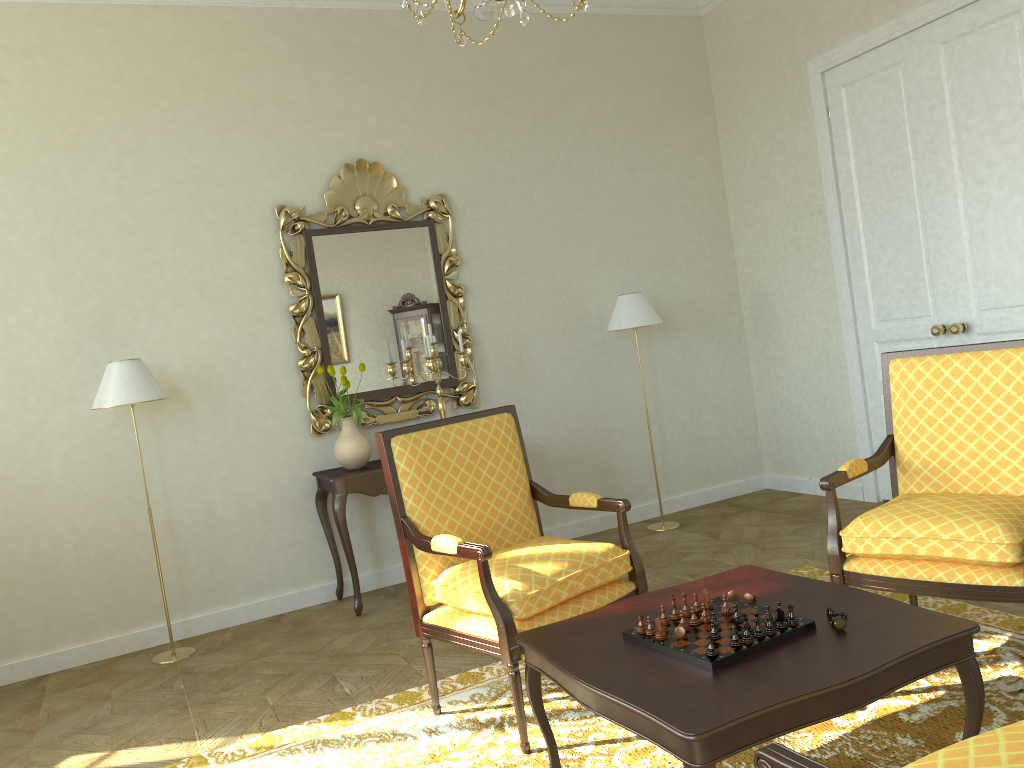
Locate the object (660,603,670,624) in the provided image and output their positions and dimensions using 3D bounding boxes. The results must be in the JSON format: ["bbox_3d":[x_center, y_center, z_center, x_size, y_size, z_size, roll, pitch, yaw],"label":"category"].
[{"bbox_3d":[0.421,0.636,2.465,0.030,0.055,0.030,-7,3,23],"label":"object"}]

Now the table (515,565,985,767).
[{"bbox_3d":[0.616,0.907,2.410,0.932,0.494,0.922,-10,3,-23],"label":"table"}]

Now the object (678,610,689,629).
[{"bbox_3d":[0.462,0.636,2.398,0.030,0.050,0.030,-7,3,23],"label":"object"}]

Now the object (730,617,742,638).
[{"bbox_3d":[0.573,0.623,2.277,0.030,0.052,0.030,-9,3,-7],"label":"object"}]

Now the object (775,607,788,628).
[{"bbox_3d":[0.696,0.604,2.299,0.030,0.052,0.030,-7,3,23],"label":"object"}]

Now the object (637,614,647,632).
[{"bbox_3d":[0.353,0.653,2.427,0.030,0.044,0.030,-7,3,23],"label":"object"}]

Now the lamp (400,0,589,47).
[{"bbox_3d":[-0.136,-1.619,2.116,0.661,1.466,0.662,-7,3,35],"label":"lamp"}]

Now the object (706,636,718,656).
[{"bbox_3d":[0.490,0.644,2.182,0.030,0.044,0.030,-7,3,23],"label":"object"}]

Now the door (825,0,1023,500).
[{"bbox_3d":[2.399,-0.612,4.918,0.153,2.701,1.405,-10,3,-24],"label":"door"}]

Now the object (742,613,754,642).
[{"bbox_3d":[0.591,0.613,2.240,0.030,0.069,0.030,-7,3,23],"label":"object"}]

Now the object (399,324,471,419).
[{"bbox_3d":[-0.434,0.018,5.260,0.320,0.757,0.320,-11,4,-43],"label":"object"}]

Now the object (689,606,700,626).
[{"bbox_3d":[0.495,0.630,2.415,0.030,0.050,0.030,-7,3,23],"label":"object"}]

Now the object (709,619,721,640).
[{"bbox_3d":[0.521,0.632,2.291,0.030,0.050,0.030,-7,3,23],"label":"object"}]

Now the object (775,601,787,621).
[{"bbox_3d":[0.711,0.600,2.354,0.030,0.050,0.030,-7,3,23],"label":"object"}]

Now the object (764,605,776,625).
[{"bbox_3d":[0.677,0.606,2.334,0.030,0.050,0.030,-7,3,23],"label":"object"}]

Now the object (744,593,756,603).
[{"bbox_3d":[0.699,0.621,2.597,0.030,0.030,0.052,-7,3,33],"label":"object"}]

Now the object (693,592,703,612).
[{"bbox_3d":[0.525,0.618,2.524,0.030,0.055,0.030,-7,3,23],"label":"object"}]

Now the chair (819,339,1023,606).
[{"bbox_3d":[1.560,0.431,3.111,0.671,1.083,0.730,-11,3,-42],"label":"chair"}]

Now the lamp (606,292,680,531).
[{"bbox_3d":[0.885,0.176,5.817,0.381,1.552,0.381,-10,3,-24],"label":"lamp"}]

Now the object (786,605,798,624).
[{"bbox_3d":[0.731,0.602,2.319,0.030,0.044,0.030,-7,3,23],"label":"object"}]

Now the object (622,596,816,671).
[{"bbox_3d":[0.547,0.659,2.374,0.360,0.021,0.360,-10,3,-29],"label":"object"}]

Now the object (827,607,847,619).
[{"bbox_3d":[0.864,0.607,2.361,0.052,0.030,0.030,-8,3,3],"label":"object"}]

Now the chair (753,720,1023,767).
[{"bbox_3d":[1.108,0.579,1.359,1.389,1.083,0.680,-10,3,-25],"label":"chair"}]

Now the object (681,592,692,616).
[{"bbox_3d":[0.490,0.619,2.504,0.030,0.064,0.030,-7,3,23],"label":"object"}]

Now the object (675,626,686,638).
[{"bbox_3d":[0.451,0.649,2.346,0.030,0.030,0.052,-7,3,27],"label":"object"}]

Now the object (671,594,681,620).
[{"bbox_3d":[0.455,0.623,2.485,0.030,0.069,0.030,-7,3,23],"label":"object"}]

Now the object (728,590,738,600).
[{"bbox_3d":[0.659,0.625,2.646,0.030,0.030,0.047,-8,3,13],"label":"object"}]

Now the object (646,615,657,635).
[{"bbox_3d":[0.373,0.649,2.392,0.030,0.050,0.030,-7,3,23],"label":"object"}]

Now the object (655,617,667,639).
[{"bbox_3d":[0.392,0.647,2.357,0.030,0.052,0.030,-7,3,23],"label":"object"}]

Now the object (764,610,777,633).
[{"bbox_3d":[0.661,0.608,2.280,0.030,0.055,0.030,-7,3,23],"label":"object"}]

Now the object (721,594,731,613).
[{"bbox_3d":[0.597,0.612,2.477,0.030,0.050,0.030,-7,3,23],"label":"object"}]

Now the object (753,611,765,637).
[{"bbox_3d":[0.626,0.610,2.260,0.030,0.064,0.030,-7,3,23],"label":"object"}]

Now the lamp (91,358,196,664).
[{"bbox_3d":[-1.866,0.645,4.564,0.380,1.552,0.380,-10,3,-29],"label":"lamp"}]

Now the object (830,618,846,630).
[{"bbox_3d":[0.836,0.615,2.289,0.030,0.030,0.052,-9,3,-13],"label":"object"}]

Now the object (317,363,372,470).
[{"bbox_3d":[-0.936,0.179,5.030,0.264,0.609,0.242,-8,3,6],"label":"object"}]

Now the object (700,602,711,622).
[{"bbox_3d":[0.528,0.624,2.433,0.030,0.050,0.030,-7,3,23],"label":"object"}]

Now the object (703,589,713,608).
[{"bbox_3d":[0.559,0.613,2.543,0.030,0.052,0.030,-7,3,23],"label":"object"}]

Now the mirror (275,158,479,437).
[{"bbox_3d":[-0.806,-0.563,5.376,1.117,1.612,0.082,-10,3,-24],"label":"mirror"}]

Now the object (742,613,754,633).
[{"bbox_3d":[0.608,0.618,2.295,0.030,0.050,0.030,-7,3,23],"label":"object"}]

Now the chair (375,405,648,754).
[{"bbox_3d":[0.026,0.651,3.319,0.730,1.083,0.671,-11,3,-40],"label":"chair"}]

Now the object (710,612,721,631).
[{"bbox_3d":[0.536,0.627,2.346,0.030,0.050,0.030,-7,3,23],"label":"object"}]

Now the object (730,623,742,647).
[{"bbox_3d":[0.558,0.627,2.221,0.030,0.055,0.030,-7,3,23],"label":"object"}]

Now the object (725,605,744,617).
[{"bbox_3d":[0.608,0.622,2.432,0.052,0.030,0.030,-7,3,22],"label":"object"}]

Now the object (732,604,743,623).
[{"bbox_3d":[0.604,0.615,2.383,0.030,0.050,0.030,-7,3,23],"label":"object"}]
